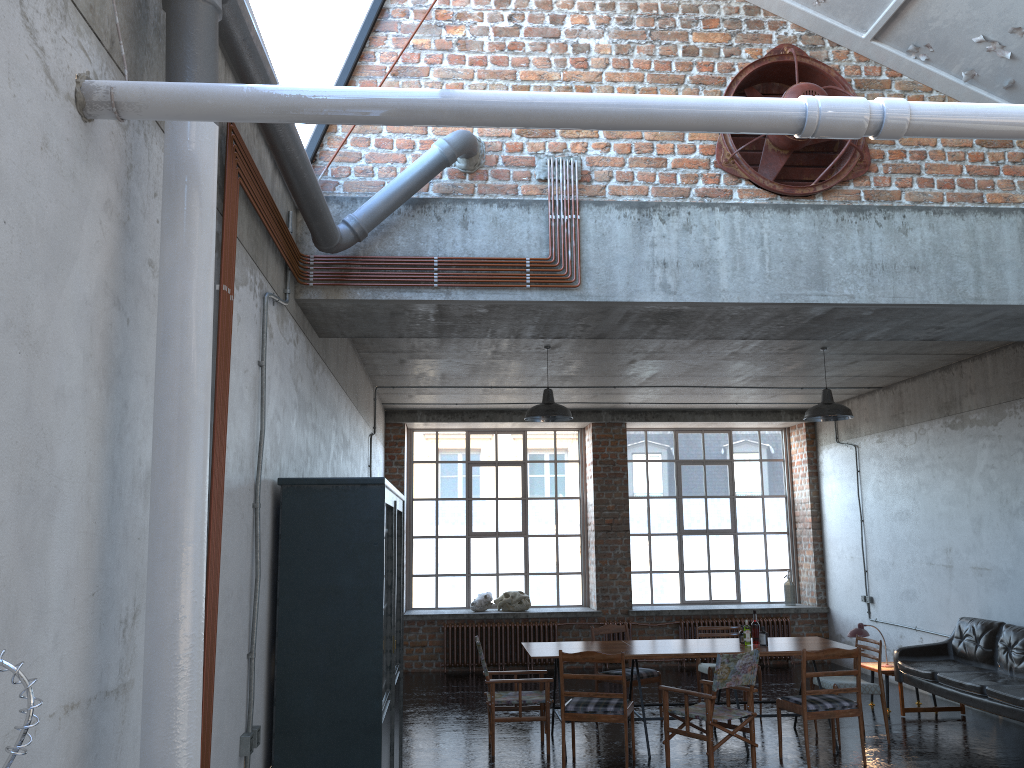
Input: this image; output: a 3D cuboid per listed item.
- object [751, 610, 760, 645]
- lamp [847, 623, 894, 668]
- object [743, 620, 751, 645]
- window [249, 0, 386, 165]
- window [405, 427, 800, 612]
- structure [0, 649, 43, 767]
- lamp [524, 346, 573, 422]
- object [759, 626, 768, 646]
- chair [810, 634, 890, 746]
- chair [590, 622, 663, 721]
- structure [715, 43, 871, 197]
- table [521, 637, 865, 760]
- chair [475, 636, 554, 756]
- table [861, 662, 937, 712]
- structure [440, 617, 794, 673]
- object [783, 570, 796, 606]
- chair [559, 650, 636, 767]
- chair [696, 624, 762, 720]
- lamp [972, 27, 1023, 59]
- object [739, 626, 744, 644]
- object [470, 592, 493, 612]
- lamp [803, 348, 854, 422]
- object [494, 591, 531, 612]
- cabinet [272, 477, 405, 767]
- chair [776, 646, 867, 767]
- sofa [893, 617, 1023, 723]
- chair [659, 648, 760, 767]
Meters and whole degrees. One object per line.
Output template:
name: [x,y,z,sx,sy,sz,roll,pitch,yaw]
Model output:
object: [2.396,2.394,8.728,0.075,0.324,0.075,-4,-10,21]
lamp: [4.079,2.978,10.127,0.496,0.492,0.220,1,-10,-12]
object: [2.299,2.428,8.674,0.070,0.235,0.041,0,-10,-5]
window: [-0.605,-3.161,1.934,0.994,2.404,8.048,0,-10,-4]
window: [5.722,3.825,14.778,19.864,12.900,0.747,0,-10,-4]
structure: [-0.860,0.748,1.385,0.210,0.661,0.039,0,-10,-4]
lamp: [0.369,-0.079,9.134,0.502,0.891,0.502,-1,-10,0]
object: [2.436,2.444,8.593,0.051,0.180,0.097,5,-11,-32]
chair: [3.303,2.978,8.669,0.577,0.971,0.589,0,-10,-5]
chair: [1.236,3.137,9.562,0.573,1.028,0.509,7,-12,-39]
structure: [1.871,-1.773,6.038,1.058,1.096,0.808,0,-10,-4]
table: [1.691,3.006,8.571,3.112,0.917,1.067,0,-10,-4]
chair: [0.013,2.943,8.417,0.713,1.031,0.574,0,-10,-4]
table: [4.442,3.444,10.091,0.811,0.458,0.649,0,-10,-4]
structure: [1.611,3.898,13.272,5.349,0.713,0.232,0,-10,-4]
object: [4.402,3.232,14.072,0.172,0.551,0.172,-9,-12,39]
chair: [0.751,2.838,7.775,0.573,1.028,0.509,-3,-10,15]
chair: [2.376,3.182,9.805,0.589,0.971,0.577,0,-10,-5]
lamp: [2.655,-1.717,2.895,0.945,2.025,5.320,-3,-10,14]
object: [2.286,2.483,8.781,0.077,0.173,0.077,3,-10,-18]
object: [-0.467,3.353,13.644,0.281,0.281,0.575,-5,-10,22]
lamp: [3.308,-0.076,9.354,0.502,0.891,0.502,-1,-10,0]
object: [-0.015,3.332,13.617,0.418,0.305,0.625,5,-11,-30]
cabinet: [-1.037,1.830,5.713,0.572,2.297,2.386,0,-10,-4]
chair: [2.706,2.821,7.807,0.573,1.028,0.509,2,-10,-15]
sofa: [4.695,2.854,8.456,0.929,1.045,2.610,0,-10,-4]
chair: [1.715,2.785,7.603,0.574,1.031,0.713,6,-12,-34]
